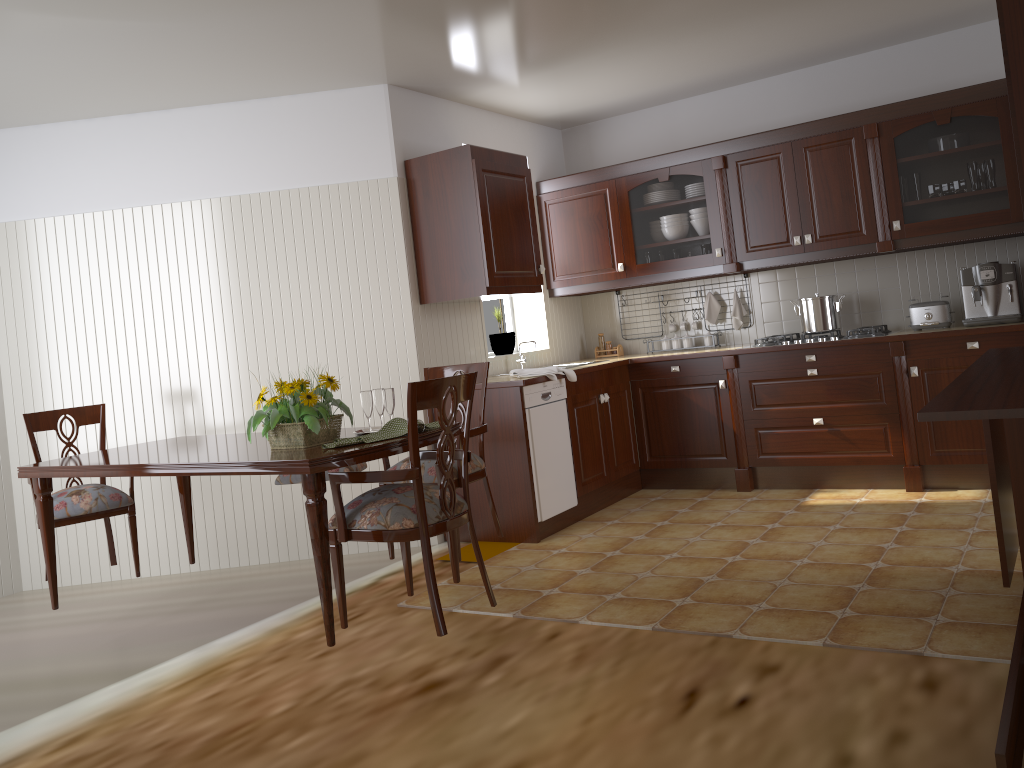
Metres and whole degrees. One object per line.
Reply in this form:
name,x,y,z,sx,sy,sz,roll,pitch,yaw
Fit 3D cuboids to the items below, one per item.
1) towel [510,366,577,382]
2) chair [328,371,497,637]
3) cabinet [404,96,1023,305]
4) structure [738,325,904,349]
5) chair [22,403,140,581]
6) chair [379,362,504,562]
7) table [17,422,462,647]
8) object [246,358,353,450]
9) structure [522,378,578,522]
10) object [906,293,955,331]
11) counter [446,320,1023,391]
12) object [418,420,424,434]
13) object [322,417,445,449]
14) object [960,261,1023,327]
towel,0.167,-0.043,4.684,0.343,0.097,0.330,-7,3,-4
chair,-0.326,0.361,2.797,0.457,0.747,0.406,-7,0,33
cabinet,0.993,-0.977,4.564,2.770,0.780,1.375,-5,3,33
structure,1.764,-0.274,5.068,0.812,0.046,0.593,-4,4,33
chair,-1.876,0.479,3.845,0.406,0.747,0.457,-6,0,-35
chair,-0.297,0.308,3.663,0.403,0.746,0.461,-7,0,30
table,-0.999,0.503,3.237,1.671,0.558,0.738,-5,2,33
object,-0.722,0.072,2.950,0.298,0.338,0.319,-6,1,25
structure,0.059,0.374,4.677,0.377,0.748,0.425,-7,0,33
object,2.255,-0.389,4.775,0.242,0.188,0.141,-6,1,34
counter,1.199,-0.155,4.714,2.772,0.032,1.833,-4,4,33
object,-0.355,0.142,2.943,0.047,0.046,0.146,-7,3,-44
object,-0.396,0.145,2.923,0.530,0.056,0.166,-10,4,-44
object,2.495,-0.474,4.605,0.273,0.322,0.325,-6,1,33
